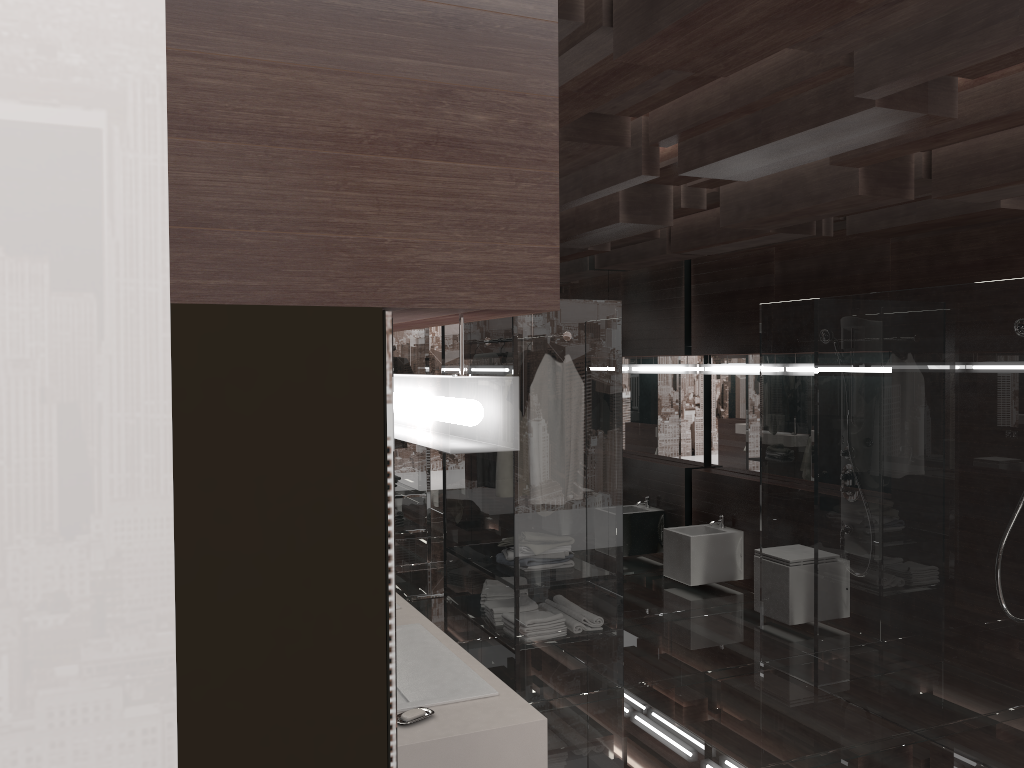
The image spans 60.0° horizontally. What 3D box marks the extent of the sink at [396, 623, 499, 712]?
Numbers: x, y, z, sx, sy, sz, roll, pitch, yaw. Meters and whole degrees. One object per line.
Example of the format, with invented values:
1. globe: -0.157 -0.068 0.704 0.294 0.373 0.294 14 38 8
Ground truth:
1. sink: -0.367 0.741 2.531 0.427 0.193 0.681 -1 1 -24

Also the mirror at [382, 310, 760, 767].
1. mirror: 0.751 0.304 4.060 4.126 0.916 5.081 -1 1 -24

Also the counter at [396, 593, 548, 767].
1. counter: -0.527 0.864 2.954 0.488 0.131 1.954 -1 1 -24

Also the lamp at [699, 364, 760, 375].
1. lamp: 1.731 -0.112 6.707 0.082 0.082 0.950 -1 1 -24

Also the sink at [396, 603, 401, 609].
1. sink: -0.725 0.725 3.355 0.427 0.193 0.681 -1 1 -24

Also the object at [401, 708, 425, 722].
1. object: -0.239 0.802 2.153 0.035 0.016 0.066 1 2 43

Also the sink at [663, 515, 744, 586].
1. sink: 1.428 1.220 6.628 0.469 0.456 0.357 -1 1 -24

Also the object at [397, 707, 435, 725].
1. object: -0.240 0.809 2.153 0.065 0.011 0.108 1 2 45

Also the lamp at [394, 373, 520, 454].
1. lamp: -0.219 0.025 1.394 0.082 0.082 0.950 -1 1 -24
